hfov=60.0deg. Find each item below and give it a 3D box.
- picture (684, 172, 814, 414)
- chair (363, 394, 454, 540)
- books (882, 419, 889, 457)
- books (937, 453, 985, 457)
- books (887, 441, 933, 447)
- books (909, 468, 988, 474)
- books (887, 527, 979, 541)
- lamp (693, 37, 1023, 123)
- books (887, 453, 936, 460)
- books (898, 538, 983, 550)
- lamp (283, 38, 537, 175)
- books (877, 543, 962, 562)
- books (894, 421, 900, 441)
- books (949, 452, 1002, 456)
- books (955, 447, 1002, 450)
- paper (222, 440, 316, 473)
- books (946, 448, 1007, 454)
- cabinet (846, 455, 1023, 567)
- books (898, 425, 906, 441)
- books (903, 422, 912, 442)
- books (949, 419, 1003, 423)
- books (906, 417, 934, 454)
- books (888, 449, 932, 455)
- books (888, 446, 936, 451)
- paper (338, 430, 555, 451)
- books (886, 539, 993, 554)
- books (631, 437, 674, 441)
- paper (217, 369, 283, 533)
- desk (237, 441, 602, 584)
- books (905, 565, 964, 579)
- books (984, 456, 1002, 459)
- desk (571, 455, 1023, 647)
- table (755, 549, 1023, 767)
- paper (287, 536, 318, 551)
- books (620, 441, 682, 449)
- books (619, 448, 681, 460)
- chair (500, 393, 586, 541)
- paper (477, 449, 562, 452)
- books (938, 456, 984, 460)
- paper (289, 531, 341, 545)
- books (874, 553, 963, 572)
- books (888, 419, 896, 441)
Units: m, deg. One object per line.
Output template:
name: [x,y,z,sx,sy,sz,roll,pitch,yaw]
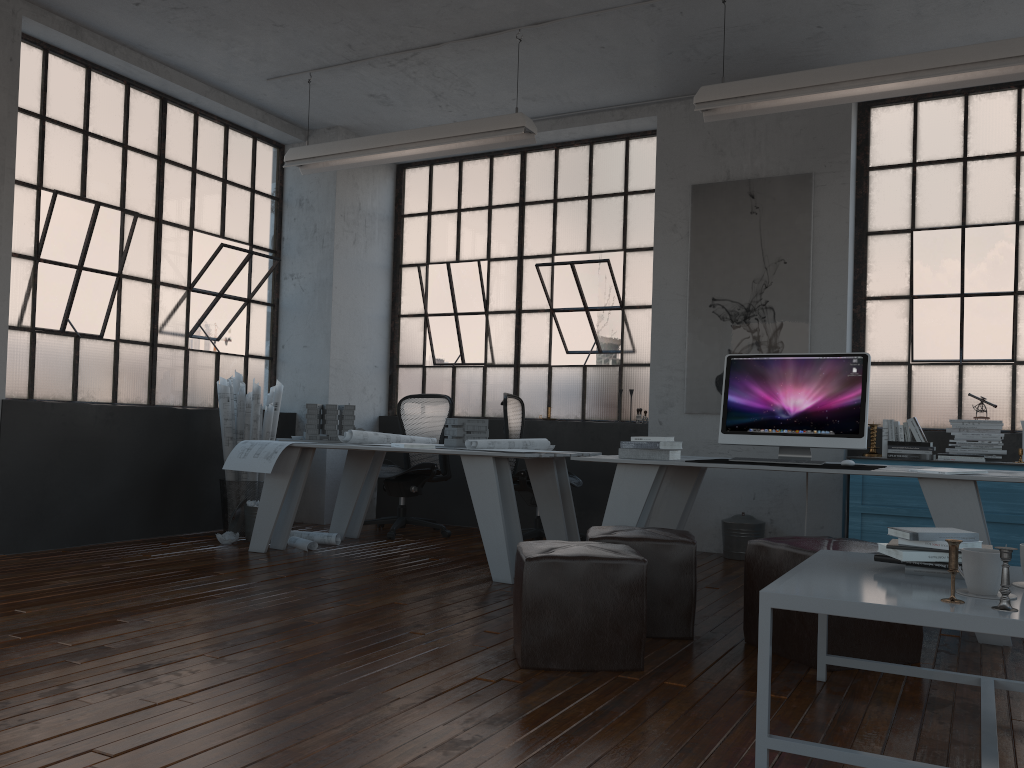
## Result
picture: [1.640,-0.612,6.179,0.853,1.649,0.025,1,-2,28]
chair: [-0.796,0.603,6.768,0.770,1.085,0.793,1,-2,22]
books: [2.423,0.350,5.738,0.032,0.239,0.173,1,-2,28]
books: [2.703,0.429,5.334,0.251,0.012,0.202,0,-3,29]
books: [2.455,0.369,5.462,0.239,0.028,0.191,0,-3,30]
books: [1.912,0.382,3.883,0.243,0.019,0.205,3,-3,-22]
books: [1.228,0.439,2.592,0.202,0.026,0.141,2,-3,-2]
lamp: [1.845,-1.555,4.411,1.877,0.205,0.202,0,-3,28]
books: [2.461,0.445,5.457,0.258,0.032,0.191,0,-3,30]
books: [1.246,0.462,2.580,0.125,0.026,0.185,4,-3,-32]
lamp: [-0.703,-1.793,5.764,1.877,0.628,0.202,0,-2,28]
books: [1.251,0.497,2.614,0.272,0.031,0.200,2,-3,3]
books: [2.483,0.360,5.697,0.045,0.239,0.152,1,-2,28]
books: [2.865,0.435,5.482,0.285,0.012,0.159,0,-3,28]
books: [2.884,0.398,5.484,0.254,0.013,0.161,0,-3,28]
paper: [-1.515,0.450,5.537,0.439,0.183,0.435,0,-3,27]
books: [2.873,0.416,5.490,0.330,0.025,0.176,0,-3,28]
cabinet: [3.179,0.834,5.163,2.262,0.732,0.627,0,-2,28]
books: [2.508,0.376,5.688,0.046,0.224,0.161,1,-2,28]
books: [2.538,0.356,5.667,0.065,0.224,0.161,1,-2,28]
books: [2.869,0.232,5.485,0.288,0.016,0.183,0,-3,28]
books: [2.604,0.354,5.637,0.169,0.284,0.176,1,-2,28]
books: [2.451,0.417,5.456,0.242,0.023,0.191,0,-3,26]
books: [2.463,0.395,5.460,0.258,0.023,0.212,0,-3,28]
paper: [-0.404,0.367,5.719,1.075,0.105,0.976,0,-3,28]
books: [1.258,0.479,2.607,0.275,0.014,0.200,0,-3,28]
books: [0.730,0.285,4.591,0.185,0.030,0.153,0,-3,28]
paper: [-1.924,0.486,6.489,0.412,1.197,0.441,2,-1,6]
desk: [-0.598,0.741,5.595,2.056,0.697,1.065,0,-3,28]
books: [1.272,0.543,2.588,0.218,0.028,0.171,0,-3,28]
books: [2.880,0.448,5.478,0.254,0.012,0.161,0,-3,28]
desk: [1.454,0.755,4.513,2.076,0.704,1.076,0,-3,28]
table: [1.274,0.767,2.400,0.991,0.444,0.973,0,-3,28]
paper: [-1.381,1.052,5.834,0.083,0.068,0.341,3,-3,-37]
books: [0.720,0.315,4.577,0.193,0.044,0.257,4,-4,-42]
books: [0.717,0.364,4.603,0.271,0.050,0.200,0,-3,28]
chair: [0.201,0.612,6.317,0.792,1.085,0.771,2,-2,-3]
paper: [0.042,0.380,5.066,0.428,0.001,0.485,0,-4,38]
books: [2.697,0.441,5.329,0.248,0.014,0.187,0,-3,26]
paper: [-1.374,1.054,6.046,0.466,0.094,0.114,1,-2,13]
books: [1.250,0.521,2.615,0.210,0.025,0.274,4,-4,-42]
books: [2.455,0.350,5.709,0.053,0.240,0.173,1,-2,28]
